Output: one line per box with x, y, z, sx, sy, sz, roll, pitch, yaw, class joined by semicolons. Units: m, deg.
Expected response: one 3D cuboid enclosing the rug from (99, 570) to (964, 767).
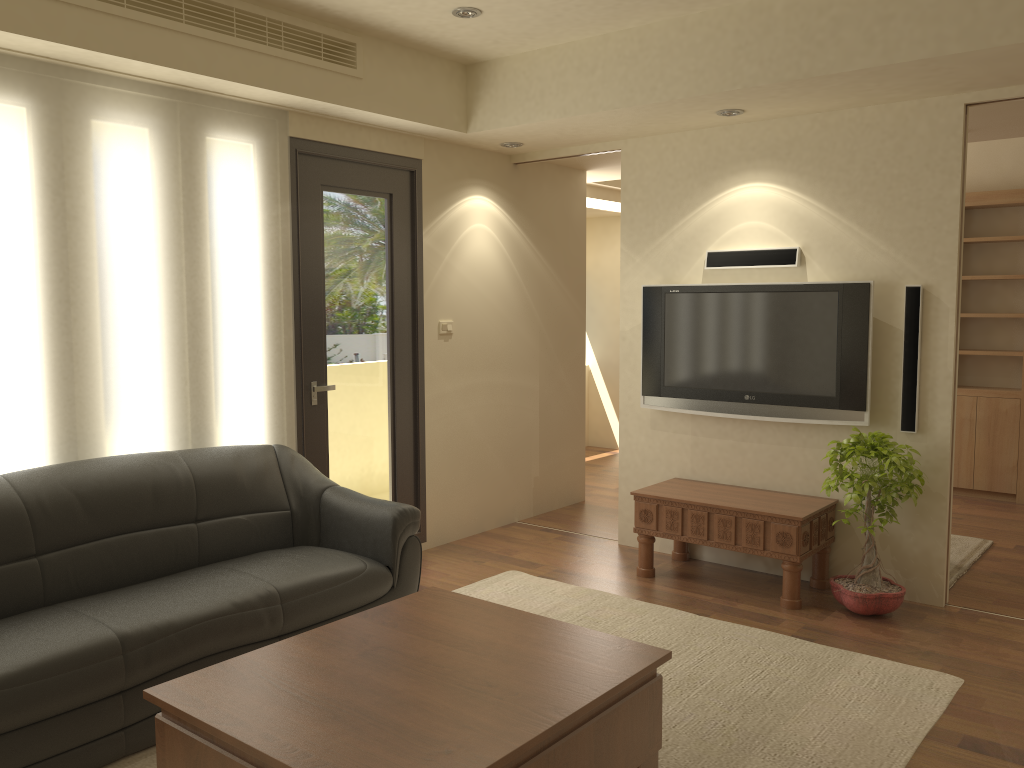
-0.171;1.299;3.112;2.482;0.011;3.592;4;7;39;rug

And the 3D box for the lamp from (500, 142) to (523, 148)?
-0.003;-1.562;5.721;0.143;0.059;0.143;5;7;44;lamp

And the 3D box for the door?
-0.902;-0.154;5.232;0.118;2.420;1.011;4;7;39;door

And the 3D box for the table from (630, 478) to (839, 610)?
1.243;0.875;5.023;1.009;0.493;0.538;4;7;39;table

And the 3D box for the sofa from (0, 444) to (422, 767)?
-1.480;0.794;3.562;0.944;0.918;2.337;4;7;39;sofa

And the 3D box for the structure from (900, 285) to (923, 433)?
2.065;-0.129;4.584;0.079;0.764;0.036;4;7;39;structure

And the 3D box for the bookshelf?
2.983;-0.363;7.837;2.945;2.440;0.301;4;7;39;bookshelf

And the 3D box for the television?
1.363;-0.188;5.093;1.377;0.778;0.110;4;7;39;television

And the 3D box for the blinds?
-2.062;-0.121;3.693;0.002;2.453;2.830;4;7;39;blinds

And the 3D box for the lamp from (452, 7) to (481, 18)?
-0.223;-1.839;4.346;0.143;0.059;0.143;5;7;44;lamp

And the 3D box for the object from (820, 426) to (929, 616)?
1.819;0.686;4.491;0.528;0.957;0.565;-1;5;-9;object

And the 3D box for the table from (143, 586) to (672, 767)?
-0.266;1.097;2.696;1.045;0.482;1.213;4;7;39;table

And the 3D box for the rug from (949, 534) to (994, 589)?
2.061;1.040;5.821;1.717;0.011;1.412;4;7;39;rug

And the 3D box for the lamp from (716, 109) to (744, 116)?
1.175;-1.481;4.777;0.143;0.059;0.143;5;7;44;lamp

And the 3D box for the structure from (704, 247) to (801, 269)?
1.371;-0.720;5.085;0.559;0.111;0.048;4;7;39;structure
